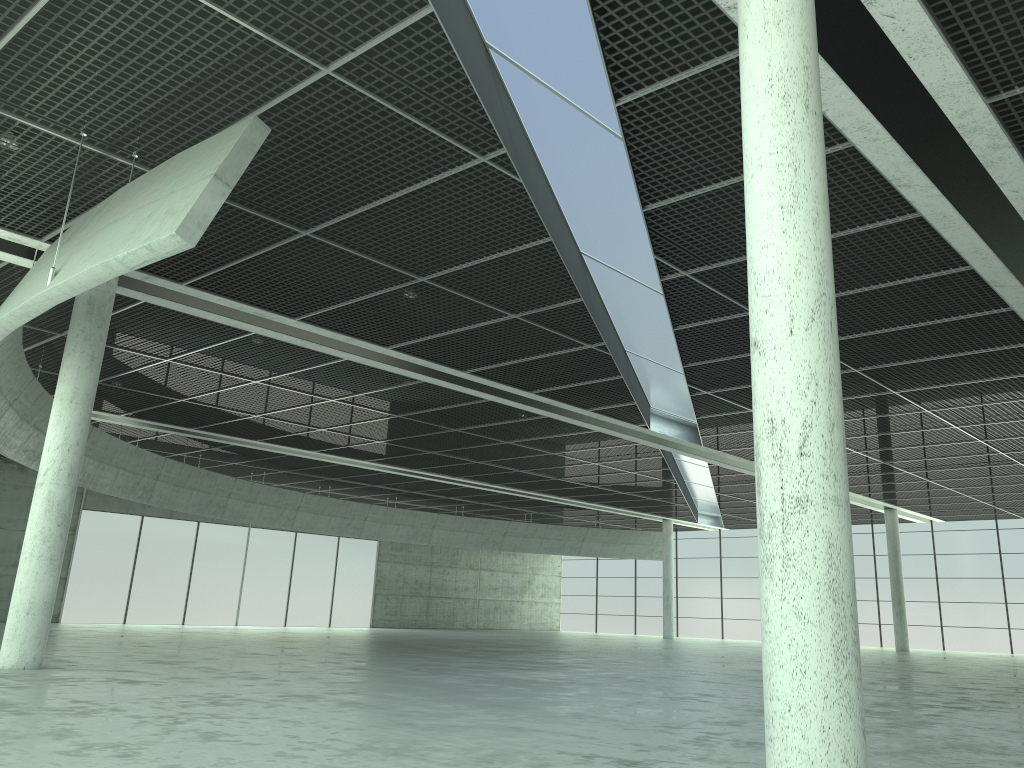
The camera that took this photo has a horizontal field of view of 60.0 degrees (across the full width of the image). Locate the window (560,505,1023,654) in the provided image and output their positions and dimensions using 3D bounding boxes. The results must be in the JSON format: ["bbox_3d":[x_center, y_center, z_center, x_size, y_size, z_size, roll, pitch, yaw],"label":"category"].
[{"bbox_3d":[10.779,10.768,56.210,99.594,16.082,100.747,-12,-21,40],"label":"window"}]

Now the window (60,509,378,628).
[{"bbox_3d":[-26.556,21.038,87.524,0.159,10.663,33.515,-12,-21,40],"label":"window"}]
